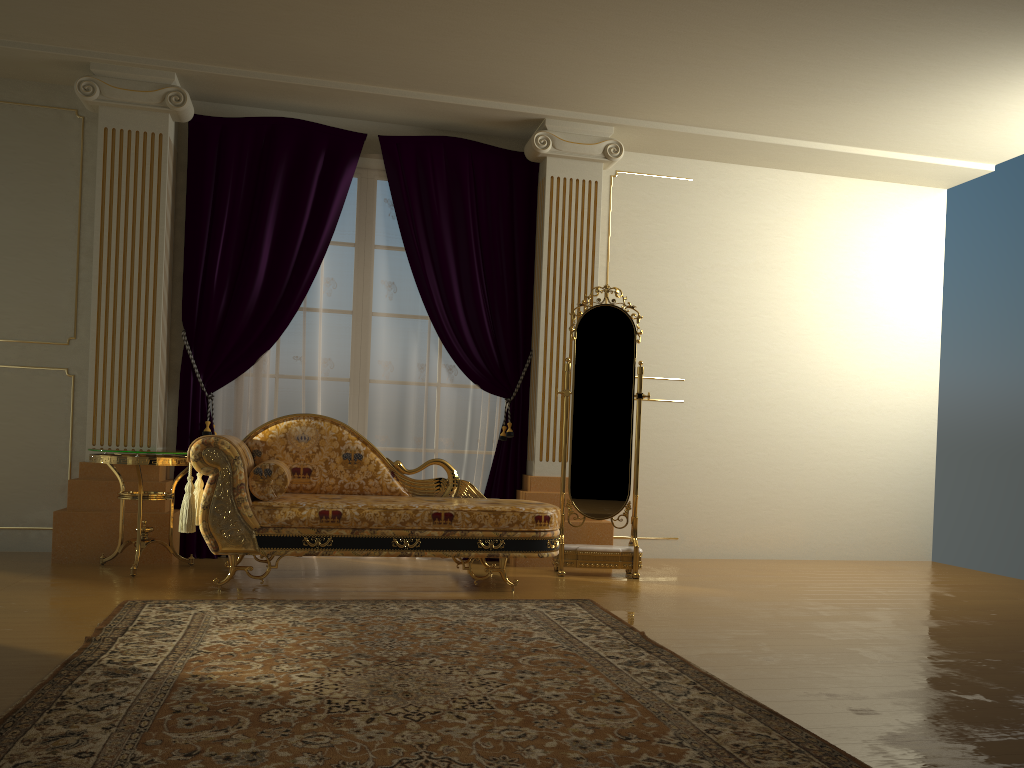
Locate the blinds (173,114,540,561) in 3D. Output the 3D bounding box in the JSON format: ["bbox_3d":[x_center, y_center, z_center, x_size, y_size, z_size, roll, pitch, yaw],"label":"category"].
[{"bbox_3d":[-0.922,-0.239,5.498,2.236,2.651,0.339,3,0,-12],"label":"blinds"}]

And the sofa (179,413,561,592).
[{"bbox_3d":[-0.676,0.596,4.575,1.894,0.870,0.694,3,-1,-13],"label":"sofa"}]

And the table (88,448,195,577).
[{"bbox_3d":[-1.948,0.671,4.697,0.571,0.642,0.572,1,-2,32],"label":"table"}]

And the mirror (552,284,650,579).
[{"bbox_3d":[0.522,0.267,5.151,0.541,1.699,0.243,2,0,-3],"label":"mirror"}]

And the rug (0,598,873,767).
[{"bbox_3d":[-0.309,0.901,2.573,2.118,0.017,3.083,3,-4,-13],"label":"rug"}]
